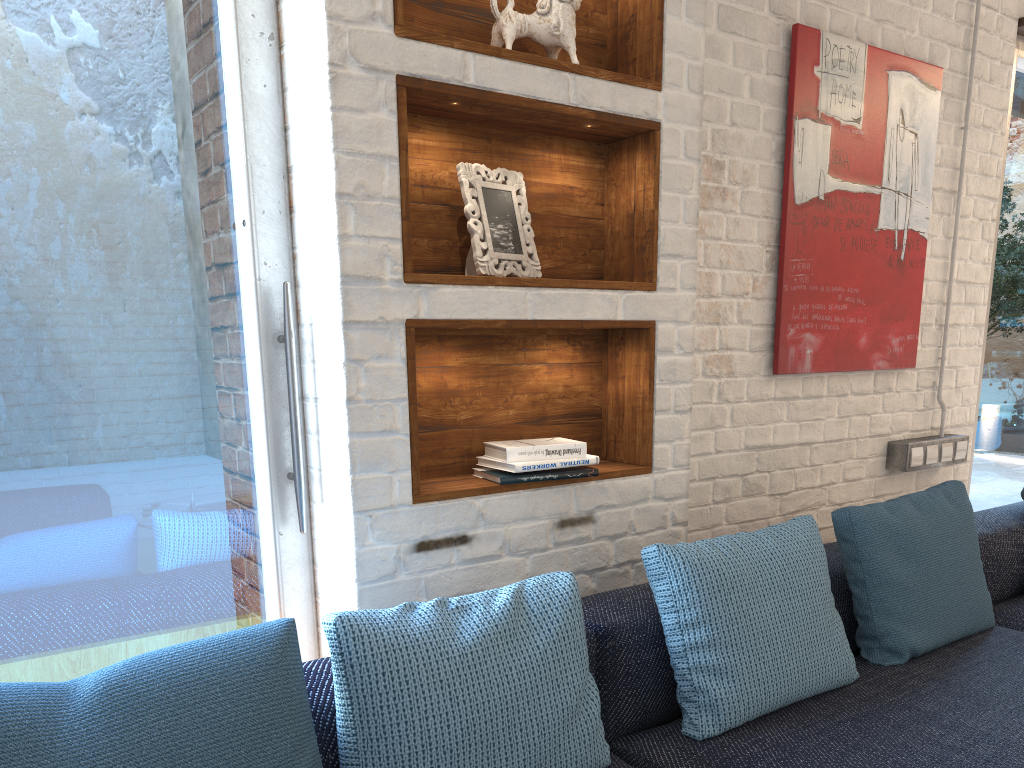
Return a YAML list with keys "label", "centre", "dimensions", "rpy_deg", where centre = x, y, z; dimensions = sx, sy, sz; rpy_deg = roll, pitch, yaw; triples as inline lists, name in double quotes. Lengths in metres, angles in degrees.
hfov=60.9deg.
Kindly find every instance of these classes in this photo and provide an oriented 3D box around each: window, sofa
- label: "window"
  centre: [3.138, -2.237, 4.156]
  dimensions: [12.219, 6.612, 0.631]
  rpy_deg: [-4, 12, -34]
- label: "sofa"
  centre: [1.059, 0.825, 1.531]
  dimensions: [3.913, 0.680, 2.045]
  rpy_deg: [-3, 4, -35]

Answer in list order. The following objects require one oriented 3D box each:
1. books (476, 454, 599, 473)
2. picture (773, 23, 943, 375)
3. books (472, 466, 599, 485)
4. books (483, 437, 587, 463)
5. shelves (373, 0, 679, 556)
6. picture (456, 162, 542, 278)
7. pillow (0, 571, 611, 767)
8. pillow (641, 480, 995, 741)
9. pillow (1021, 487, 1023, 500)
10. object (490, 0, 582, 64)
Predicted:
- label: "books"
  centre: [0.060, 0.180, 2.052]
  dimensions: [0.234, 0.019, 0.168]
  rpy_deg: [-2, 3, -33]
- label: "picture"
  centre: [1.089, -0.524, 2.721]
  dimensions: [0.736, 0.989, 0.019]
  rpy_deg: [-7, 14, -34]
- label: "books"
  centre: [0.054, 0.207, 2.045]
  dimensions: [0.251, 0.017, 0.159]
  rpy_deg: [-2, 3, -25]
- label: "books"
  centre: [0.053, 0.154, 2.043]
  dimensions: [0.205, 0.035, 0.130]
  rpy_deg: [-2, 4, -25]
- label: "shelves"
  centre: [0.012, -0.377, 1.937]
  dimensions: [0.760, 1.471, 0.187]
  rpy_deg: [-8, 14, -34]
- label: "picture"
  centre: [-0.035, -0.354, 1.922]
  dimensions: [0.190, 0.252, 0.100]
  rpy_deg: [-9, 14, -43]
- label: "pillow"
  centre: [-0.295, 0.575, 1.403]
  dimensions: [1.095, 0.411, 0.238]
  rpy_deg: [-4, 10, -35]
- label: "pillow"
  centre: [0.817, 0.502, 2.143]
  dimensions: [1.200, 0.430, 0.249]
  rpy_deg: [-3, 10, -35]
- label: "pillow"
  centre: [1.976, 0.508, 2.823]
  dimensions: [0.563, 0.338, 0.367]
  rpy_deg: [1, 7, 15]
- label: "object"
  centre: [0.049, -0.799, 1.865]
  dimensions: [0.214, 0.250, 0.109]
  rpy_deg: [-5, 12, -26]
